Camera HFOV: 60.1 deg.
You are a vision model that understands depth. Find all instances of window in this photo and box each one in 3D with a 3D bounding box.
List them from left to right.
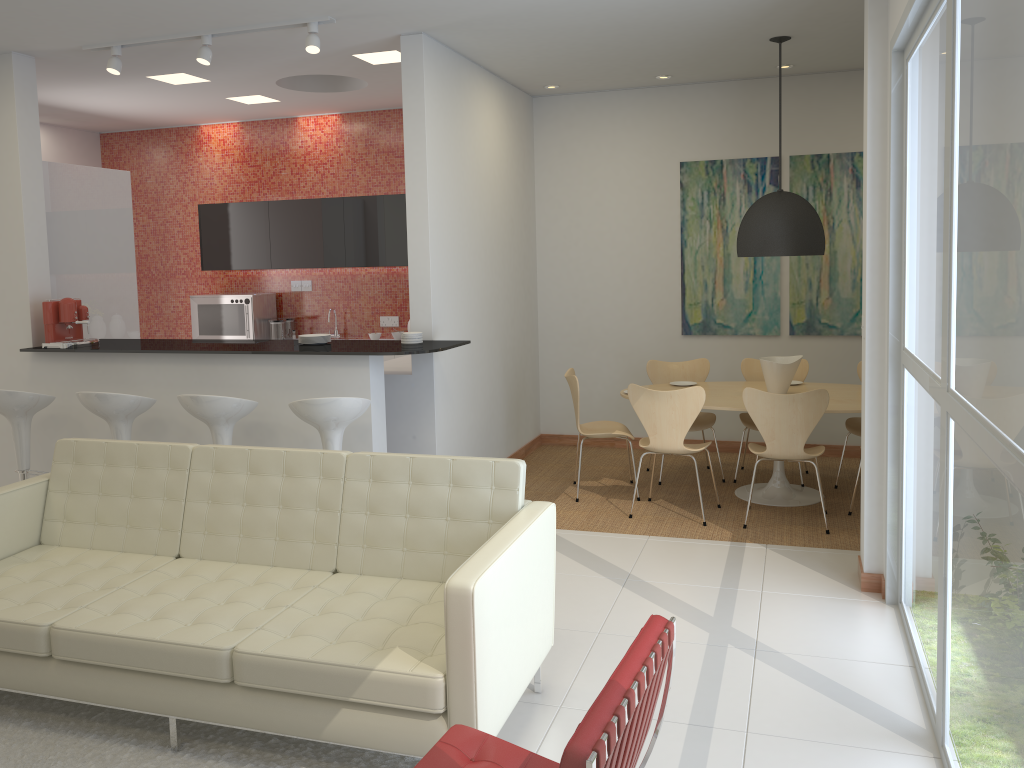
[{"bbox_3d":[1.353,-0.026,2.651,0.121,2.699,3.453,0,7,18],"label":"window"}]

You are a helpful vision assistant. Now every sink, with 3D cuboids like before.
[{"bbox_3d":[-1.764,-0.463,8.590,0.808,0.535,0.419,1,6,18],"label":"sink"}]

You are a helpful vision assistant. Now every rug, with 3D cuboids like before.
[{"bbox_3d":[-1.621,1.420,2.539,3.328,0.004,2.458,1,9,19],"label":"rug"}]

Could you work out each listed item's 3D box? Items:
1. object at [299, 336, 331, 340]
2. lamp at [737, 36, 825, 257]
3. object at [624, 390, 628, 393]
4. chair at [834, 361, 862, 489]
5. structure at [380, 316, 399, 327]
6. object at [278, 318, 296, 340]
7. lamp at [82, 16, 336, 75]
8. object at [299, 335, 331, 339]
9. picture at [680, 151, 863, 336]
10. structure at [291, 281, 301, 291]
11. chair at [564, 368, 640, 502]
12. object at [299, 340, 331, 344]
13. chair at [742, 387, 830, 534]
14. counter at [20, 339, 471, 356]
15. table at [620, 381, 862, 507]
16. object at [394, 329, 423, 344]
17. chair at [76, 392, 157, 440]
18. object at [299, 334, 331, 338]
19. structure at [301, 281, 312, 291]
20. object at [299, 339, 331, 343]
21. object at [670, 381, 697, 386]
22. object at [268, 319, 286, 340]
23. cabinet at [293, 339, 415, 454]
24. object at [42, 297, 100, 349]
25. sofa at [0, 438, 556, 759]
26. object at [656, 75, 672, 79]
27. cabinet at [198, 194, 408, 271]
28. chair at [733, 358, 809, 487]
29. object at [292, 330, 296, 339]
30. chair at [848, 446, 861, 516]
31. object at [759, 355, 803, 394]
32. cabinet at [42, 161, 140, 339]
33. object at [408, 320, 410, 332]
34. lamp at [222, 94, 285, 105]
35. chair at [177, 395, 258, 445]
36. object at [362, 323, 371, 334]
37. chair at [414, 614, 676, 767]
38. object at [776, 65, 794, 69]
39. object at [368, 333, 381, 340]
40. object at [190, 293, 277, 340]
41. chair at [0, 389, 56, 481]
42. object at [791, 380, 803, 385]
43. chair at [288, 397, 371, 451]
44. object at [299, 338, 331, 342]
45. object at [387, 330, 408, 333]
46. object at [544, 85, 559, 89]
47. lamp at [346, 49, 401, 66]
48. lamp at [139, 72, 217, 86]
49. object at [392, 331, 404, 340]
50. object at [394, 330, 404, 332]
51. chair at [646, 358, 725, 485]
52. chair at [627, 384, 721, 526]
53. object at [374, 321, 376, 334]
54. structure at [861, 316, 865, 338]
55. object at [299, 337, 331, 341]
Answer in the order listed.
[{"bbox_3d":[-1.295,-0.300,5.813,0.211,0.015,0.211,-6,9,-28],"label":"object"},{"bbox_3d":[1.864,-1.638,6.151,0.594,1.486,0.597,0,6,20],"label":"lamp"},{"bbox_3d":[0.926,0.062,6.509,0.210,0.015,0.211,5,10,39],"label":"object"},{"bbox_3d":[2.712,0.309,6.470,0.522,0.902,0.517,4,8,42],"label":"chair"},{"bbox_3d":[-1.197,-0.610,8.641,0.198,0.098,0.016,1,5,18],"label":"structure"},{"bbox_3d":[-2.260,-0.555,8.902,0.172,0.214,0.173,3,8,36],"label":"object"},{"bbox_3d":[-1.944,-2.107,5.567,1.822,0.198,0.113,1,6,18],"label":"lamp"},{"bbox_3d":[-1.295,-0.307,5.812,0.211,0.015,0.211,-6,9,-28],"label":"object"},{"bbox_3d":[2.297,-1.158,7.453,1.739,1.500,0.020,1,5,18],"label":"picture"},{"bbox_3d":[-2.176,-0.988,8.927,0.114,0.104,0.013,1,5,18],"label":"structure"},{"bbox_3d":[0.653,0.354,6.518,0.515,0.902,0.524,-1,6,2],"label":"chair"},{"bbox_3d":[-1.294,-0.272,5.815,0.211,0.015,0.211,-6,9,-28],"label":"object"},{"bbox_3d":[1.757,0.445,5.676,0.521,0.902,0.518,0,6,18],"label":"chair"},{"bbox_3d":[-1.791,-0.250,5.851,2.964,0.019,0.740,1,8,18],"label":"counter"},{"bbox_3d":[1.905,0.434,6.339,2.262,0.725,1.287,1,8,19],"label":"table"},{"bbox_3d":[-0.661,-0.315,5.699,0.173,0.097,0.141,0,7,11],"label":"object"},{"bbox_3d":[-2.404,0.520,5.470,0.457,1.016,0.467,1,6,29],"label":"chair"},{"bbox_3d":[-1.295,-0.314,5.812,0.211,0.015,0.211,-6,9,-28],"label":"object"},{"bbox_3d":[-2.063,-0.986,8.893,0.114,0.104,0.008,1,5,18],"label":"structure"},{"bbox_3d":[-1.294,-0.279,5.814,0.211,0.015,0.211,-6,9,-28],"label":"object"},{"bbox_3d":[1.329,0.000,6.870,0.210,0.015,0.211,5,10,39],"label":"object"},{"bbox_3d":[-2.294,-0.521,8.669,0.172,0.214,0.173,3,8,36],"label":"object"},{"bbox_3d":[-1.851,0.218,7.625,3.335,0.979,2.510,1,8,18],"label":"cabinet"},{"bbox_3d":[-2.963,-0.424,6.033,0.321,0.335,0.322,1,7,18],"label":"object"},{"bbox_3d":[-1.182,0.797,3.586,2.565,0.918,1.006,1,7,18],"label":"sofa"},{"bbox_3d":[1.250,-2.529,7.301,0.129,0.010,0.130,-6,9,-27],"label":"object"},{"bbox_3d":[-1.521,-1.451,8.491,3.242,0.656,0.354,1,6,18],"label":"cabinet"},{"bbox_3d":[2.004,0.276,6.826,0.521,0.902,0.518,1,6,22],"label":"chair"},{"bbox_3d":[-2.165,-0.492,8.795,0.037,0.092,0.037,0,5,18],"label":"object"},{"bbox_3d":[2.453,0.447,5.541,0.521,0.902,0.518,-1,6,1],"label":"chair"},{"bbox_3d":[1.898,-0.062,6.280,0.262,0.278,0.272,-6,8,-36],"label":"object"},{"bbox_3d":[-4.006,-0.416,7.039,1.637,2.511,1.063,0,6,18],"label":"cabinet"},{"bbox_3d":[-0.905,-0.544,8.351,0.160,0.282,0.160,-4,6,-20],"label":"object"},{"bbox_3d":[-2.294,-2.538,7.852,0.408,0.034,0.411,1,8,18],"label":"lamp"},{"bbox_3d":[-1.708,0.534,5.246,0.457,1.016,0.467,1,6,29],"label":"chair"},{"bbox_3d":[-1.346,-0.490,8.339,0.164,0.177,0.011,2,6,32],"label":"object"},{"bbox_3d":[0.016,1.034,2.111,0.706,0.813,0.704,1,7,23],"label":"chair"},{"bbox_3d":[2.161,-2.511,7.007,0.129,0.010,0.130,-6,9,-27],"label":"object"},{"bbox_3d":[-1.286,-0.434,8.316,0.121,0.084,0.121,4,9,38],"label":"object"},{"bbox_3d":[-2.790,-0.662,8.868,0.722,0.468,0.438,1,7,18],"label":"object"},{"bbox_3d":[-3.159,0.505,5.714,0.457,1.016,0.467,1,6,29],"label":"chair"},{"bbox_3d":[2.118,-0.007,6.779,0.210,0.015,0.211,4,10,35],"label":"object"},{"bbox_3d":[-1.010,0.548,5.023,0.457,1.016,0.467,-1,5,4],"label":"chair"},{"bbox_3d":[-1.294,-0.286,5.814,0.211,0.015,0.211,-6,9,-28],"label":"object"},{"bbox_3d":[-1.088,-0.497,8.398,0.235,0.009,0.008,-9,10,-42],"label":"object"},{"bbox_3d":[0.339,-2.548,7.595,0.129,0.010,0.130,-6,9,-27],"label":"object"},{"bbox_3d":[-0.917,-2.362,6.363,0.408,0.034,0.411,1,8,18],"label":"lamp"},{"bbox_3d":[-2.600,-2.396,6.907,0.408,0.034,0.411,1,8,18],"label":"lamp"},{"bbox_3d":[-1.087,-0.454,8.423,0.121,0.084,0.121,-4,7,-17],"label":"object"},{"bbox_3d":[-1.084,-0.501,8.426,0.008,0.009,0.235,4,10,42],"label":"object"},{"bbox_3d":[1.345,0.276,6.942,0.521,0.902,0.518,-2,6,-3],"label":"chair"},{"bbox_3d":[1.083,0.428,5.922,0.521,0.902,0.518,1,6,25],"label":"chair"},{"bbox_3d":[-1.290,-0.497,8.369,0.009,0.194,0.140,-3,6,-12],"label":"object"},{"bbox_3d":[1.788,-0.293,4.510,0.013,0.104,0.114,0,7,18],"label":"structure"},{"bbox_3d":[-1.294,-0.293,5.813,0.211,0.015,0.211,-6,9,-28],"label":"object"}]
